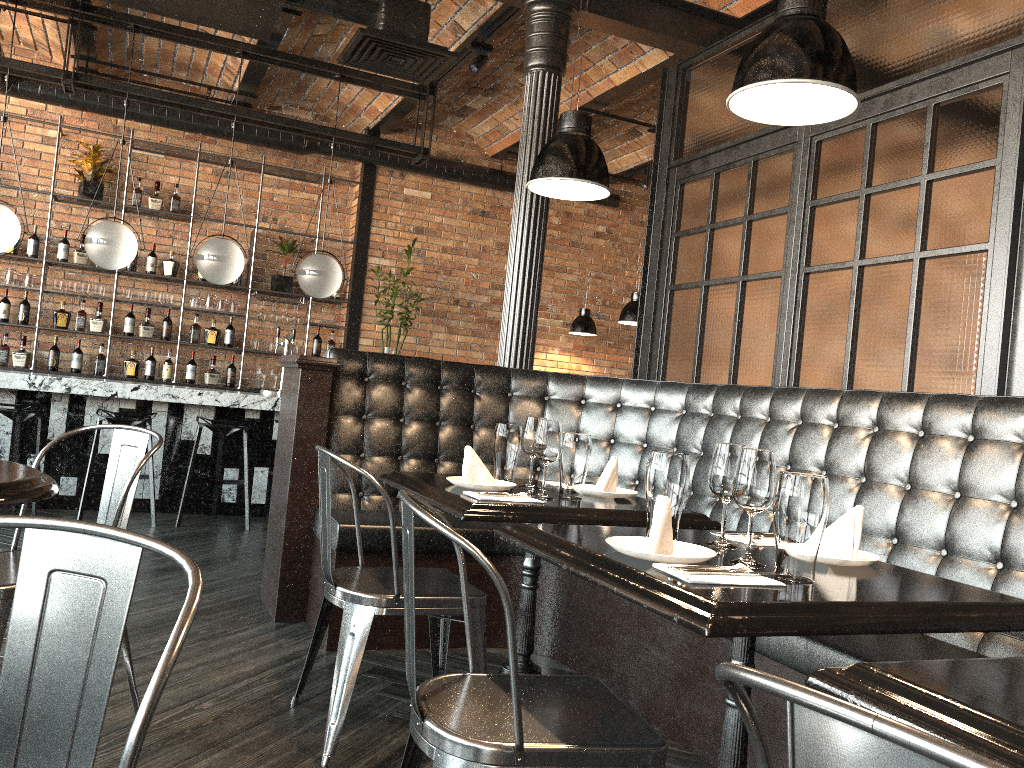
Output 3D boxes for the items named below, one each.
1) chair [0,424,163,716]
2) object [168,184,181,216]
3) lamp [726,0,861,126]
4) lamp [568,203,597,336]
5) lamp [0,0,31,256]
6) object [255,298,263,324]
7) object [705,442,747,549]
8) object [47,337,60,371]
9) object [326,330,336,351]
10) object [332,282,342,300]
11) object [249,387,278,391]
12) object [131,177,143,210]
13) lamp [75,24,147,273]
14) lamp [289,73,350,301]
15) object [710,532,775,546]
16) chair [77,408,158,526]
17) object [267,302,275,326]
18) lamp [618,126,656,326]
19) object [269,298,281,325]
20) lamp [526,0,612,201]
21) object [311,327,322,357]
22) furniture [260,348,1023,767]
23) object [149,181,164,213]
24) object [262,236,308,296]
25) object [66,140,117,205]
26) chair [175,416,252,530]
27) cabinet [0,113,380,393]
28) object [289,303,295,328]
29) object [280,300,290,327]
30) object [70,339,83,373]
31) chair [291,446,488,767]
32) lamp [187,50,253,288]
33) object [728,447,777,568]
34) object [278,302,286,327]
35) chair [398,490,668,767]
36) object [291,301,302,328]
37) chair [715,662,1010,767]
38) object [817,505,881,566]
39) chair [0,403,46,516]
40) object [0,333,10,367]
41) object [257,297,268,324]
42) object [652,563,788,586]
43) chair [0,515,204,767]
[{"bbox_3d":[-1.348,0.537,2.499,0.504,0.857,0.558,5,-1,31],"label":"chair"},{"bbox_3d":[-3.060,-1.673,8.052,0.083,0.282,0.083,6,-1,-39],"label":"object"},{"bbox_3d":[0.716,-1.452,2.023,0.291,1.653,0.291,5,-1,21],"label":"lamp"},{"bbox_3d":[0.801,-1.327,9.025,0.291,1.653,0.291,5,-1,41],"label":"lamp"},{"bbox_3d":[-3.410,-1.724,5.940,0.340,1.754,0.340,5,-1,22],"label":"lamp"},{"bbox_3d":[-2.395,-0.693,8.449,0.092,0.244,0.092,5,-1,16],"label":"object"},{"bbox_3d":[0.510,0.264,2.107,0.092,0.244,0.092,6,-1,-7],"label":"object"},{"bbox_3d":[-3.959,-0.262,7.670,0.086,0.297,0.086,6,-1,10],"label":"object"},{"bbox_3d":[-1.764,-0.383,8.652,0.083,0.282,0.083,6,-1,-14],"label":"object"},{"bbox_3d":[-1.712,-0.960,8.689,0.086,0.298,0.086,5,-1,30],"label":"object"},{"bbox_3d":[-2.265,0.061,8.386,0.437,0.019,0.273,6,-1,-24],"label":"object"},{"bbox_3d":[-3.345,-1.704,7.926,0.083,0.282,0.083,6,-1,-24],"label":"object"},{"bbox_3d":[-2.743,-1.653,6.234,0.340,1.754,0.340,5,-1,22],"label":"lamp"},{"bbox_3d":[-1.407,-1.509,6.821,0.340,1.754,0.340,5,-1,22],"label":"lamp"},{"bbox_3d":[0.626,0.392,2.268,0.255,0.019,0.157,6,-1,-23],"label":"object"},{"bbox_3d":[-2.573,0.530,5.828,0.475,0.737,0.414,6,-1,-29],"label":"chair"},{"bbox_3d":[-2.295,-0.683,8.493,0.092,0.244,0.092,5,-1,16],"label":"object"},{"bbox_3d":[1.110,-1.323,7.416,0.291,1.653,0.291,5,-1,21],"label":"lamp"},{"bbox_3d":[-2.229,-0.678,8.342,0.092,0.244,0.092,5,-1,16],"label":"object"},{"bbox_3d":[0.275,-1.479,3.033,0.291,1.653,0.291,5,-1,21],"label":"lamp"},{"bbox_3d":[-1.888,-0.405,8.601,0.086,0.299,0.086,5,-1,25],"label":"object"},{"bbox_3d":[0.826,0.571,2.112,1.979,1.212,5.451,6,-1,-24],"label":"furniture"},{"bbox_3d":[-3.204,-1.686,7.990,0.123,0.279,0.123,6,-1,-20],"label":"object"},{"bbox_3d":[-2.145,-1.137,8.428,0.398,0.560,0.374,5,-1,39],"label":"object"},{"bbox_3d":[-3.703,-1.863,7.806,0.425,0.526,0.430,6,-1,-21],"label":"object"},{"bbox_3d":[-2.009,0.590,6.076,0.475,0.737,0.414,6,-1,-19],"label":"chair"},{"bbox_3d":[-4.662,-1.120,7.325,7.075,3.779,0.564,6,-1,-24],"label":"cabinet"},{"bbox_3d":[-2.110,-0.663,8.574,0.092,0.244,0.092,5,-1,16],"label":"object"},{"bbox_3d":[-2.139,-0.669,8.382,0.092,0.244,0.092,5,-1,16],"label":"object"},{"bbox_3d":[-3.807,-0.245,7.773,0.086,0.298,0.086,5,-1,25],"label":"object"},{"bbox_3d":[-0.362,0.640,2.753,0.558,0.857,0.504,6,-1,-24],"label":"chair"},{"bbox_3d":[-2.075,-1.581,6.527,0.340,1.754,0.340,5,-1,22],"label":"lamp"},{"bbox_3d":[0.508,0.260,1.875,0.092,0.244,0.092,5,-1,27],"label":"object"},{"bbox_3d":[-2.205,-0.673,8.533,0.092,0.244,0.092,5,-1,16],"label":"object"},{"bbox_3d":[0.016,0.661,1.738,0.558,0.857,0.504,6,-1,-14],"label":"chair"},{"bbox_3d":[-2.044,-0.659,8.423,0.092,0.244,0.092,5,-1,16],"label":"object"},{"bbox_3d":[0.447,0.689,0.780,0.558,0.857,0.504,6,-1,-34],"label":"chair"},{"bbox_3d":[0.740,0.345,2.072,0.232,0.139,0.232,5,-1,38],"label":"object"},{"bbox_3d":[-3.157,0.467,5.572,0.475,0.737,0.414,6,-1,-14],"label":"chair"},{"bbox_3d":[-4.318,-0.292,7.540,0.083,0.282,0.083,6,-1,-24],"label":"object"},{"bbox_3d":[-2.329,-0.689,8.298,0.092,0.244,0.092,5,-1,16],"label":"object"},{"bbox_3d":[0.413,0.361,1.704,0.255,0.019,0.157,6,-1,-18],"label":"object"},{"bbox_3d":[-0.631,0.581,0.807,0.504,0.857,0.558,5,-1,16],"label":"chair"}]
